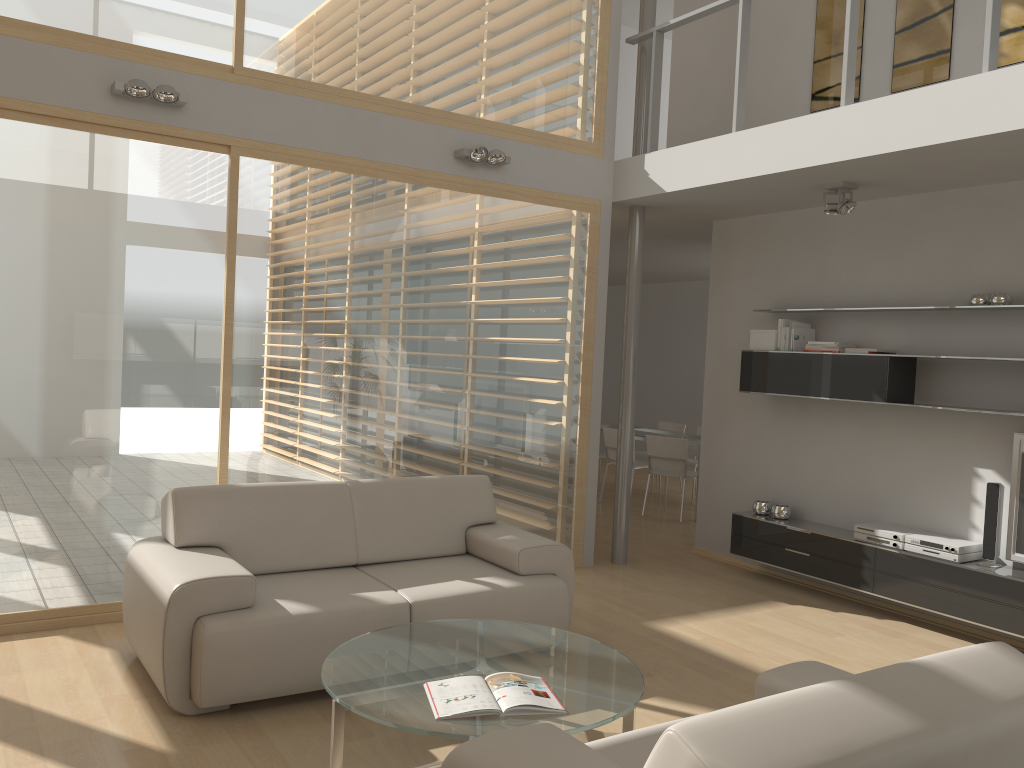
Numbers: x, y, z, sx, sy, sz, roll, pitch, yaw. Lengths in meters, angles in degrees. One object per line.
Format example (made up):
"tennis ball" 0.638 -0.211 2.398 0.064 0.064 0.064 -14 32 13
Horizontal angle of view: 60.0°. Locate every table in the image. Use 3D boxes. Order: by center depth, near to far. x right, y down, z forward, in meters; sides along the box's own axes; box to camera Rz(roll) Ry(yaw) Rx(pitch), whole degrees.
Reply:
"table" -0.115 1.252 3.351 1.198 0.370 1.198 2 2 -16
"table" 1.614 0.918 9.771 0.900 0.746 2.199 1 2 -33

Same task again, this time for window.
"window" -2.582 -2.921 4.281 2.525 2.200 0.020 1 2 -33
"window" -2.719 -0.076 4.381 2.525 2.500 0.020 1 2 -33
"window" -0.420 -2.866 5.678 2.525 2.200 0.020 1 2 -33
"window" -0.556 -0.021 5.777 2.525 2.500 0.020 1 2 -33

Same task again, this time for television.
"television" 3.222 0.677 4.593 0.096 0.735 1.224 1 2 -33

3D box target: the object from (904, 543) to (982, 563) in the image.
"object" 2.598 1.011 5.354 0.250 0.049 0.349 1 2 -33

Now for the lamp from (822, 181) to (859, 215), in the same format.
"lamp" 2.034 -1.142 5.501 0.150 0.195 0.214 1 2 -33

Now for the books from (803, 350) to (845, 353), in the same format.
"books" 2.166 -0.217 6.014 0.210 0.013 0.297 1 2 -33

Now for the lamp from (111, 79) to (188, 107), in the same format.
"lamp" -1.900 -1.536 4.668 0.360 0.080 0.182 1 2 -33

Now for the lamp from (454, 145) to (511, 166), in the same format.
"lamp" -0.177 -1.487 5.805 0.360 0.110 0.183 1 2 -33

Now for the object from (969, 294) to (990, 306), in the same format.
"object" 2.779 -0.496 5.266 0.115 0.081 0.115 4 3 37

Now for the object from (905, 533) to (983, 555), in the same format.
"object" 2.595 0.962 5.349 0.262 0.049 0.349 1 2 -33

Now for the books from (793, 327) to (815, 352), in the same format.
"books" 2.058 -0.308 6.243 0.230 0.169 0.023 1 2 -33

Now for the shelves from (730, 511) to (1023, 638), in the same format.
"shelves" 2.904 1.224 4.867 0.300 0.312 4.236 1 2 -33

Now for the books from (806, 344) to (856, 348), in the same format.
"books" 2.161 -0.258 6.015 0.190 0.015 0.254 1 2 -32

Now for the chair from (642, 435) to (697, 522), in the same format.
"chair" 1.626 0.920 8.870 0.455 0.807 0.501 4 2 37

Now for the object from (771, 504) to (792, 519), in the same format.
"object" 1.944 0.922 6.391 0.143 0.091 0.143 3 2 -1

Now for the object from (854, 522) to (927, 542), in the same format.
"object" 2.400 0.943 5.645 0.262 0.049 0.349 1 2 -33

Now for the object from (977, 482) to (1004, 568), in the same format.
"object" 2.782 0.810 5.134 0.116 0.483 0.111 1 3 -37

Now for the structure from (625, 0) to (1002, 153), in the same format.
"structure" 2.326 -1.934 4.295 0.080 0.900 5.400 1 2 -33

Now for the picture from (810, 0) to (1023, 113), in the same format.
"picture" 2.657 -2.805 5.657 0.010 1.800 1.684 1 2 -33

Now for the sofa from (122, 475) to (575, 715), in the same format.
"sofa" -0.762 0.941 4.493 2.093 0.846 1.168 1 2 -33

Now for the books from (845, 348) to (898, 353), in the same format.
"books" 2.339 -0.217 5.769 0.227 0.017 0.230 1 2 -33

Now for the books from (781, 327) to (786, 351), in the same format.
"books" 2.004 -0.313 6.306 0.230 0.169 0.027 1 2 -33

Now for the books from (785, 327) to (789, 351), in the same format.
"books" 2.026 -0.312 6.287 0.230 0.169 0.027 1 2 -33

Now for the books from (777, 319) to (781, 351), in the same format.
"books" 1.984 -0.344 6.339 0.230 0.227 0.017 1 2 -33

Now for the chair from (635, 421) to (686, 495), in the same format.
"chair" 1.719 0.867 10.530 0.501 0.807 0.455 1 2 -33

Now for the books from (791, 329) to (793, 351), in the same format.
"books" 2.038 -0.303 6.248 0.207 0.156 0.009 1 2 -33

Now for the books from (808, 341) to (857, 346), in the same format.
"books" 2.175 -0.273 6.019 0.230 0.017 0.227 1 3 -38

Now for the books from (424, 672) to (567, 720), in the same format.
"books" -0.064 1.062 3.041 0.440 0.037 0.297 2 2 -13

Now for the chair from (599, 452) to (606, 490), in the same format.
"chair" 0.904 0.843 10.089 0.501 0.807 0.455 2 2 -23

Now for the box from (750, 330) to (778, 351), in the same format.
"box" 1.890 -0.313 6.429 0.232 0.149 0.232 1 2 -33

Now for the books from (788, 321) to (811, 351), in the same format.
"books" 2.030 -0.331 6.259 0.207 0.210 0.021 1 2 -33

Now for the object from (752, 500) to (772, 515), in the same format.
"object" 1.847 0.912 6.539 0.143 0.091 0.143 3 2 -1

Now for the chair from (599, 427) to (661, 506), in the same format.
"chair" 1.274 0.882 9.480 0.501 0.807 0.455 1 3 -38

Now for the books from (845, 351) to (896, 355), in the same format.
"books" 2.335 -0.202 5.782 0.254 0.015 0.190 2 2 -27

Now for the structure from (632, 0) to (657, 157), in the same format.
"structure" 1.017 -2.830 6.610 0.121 2.400 0.122 5 3 45

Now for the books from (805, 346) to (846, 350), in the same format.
"books" 2.159 -0.243 6.024 0.190 0.015 0.254 1 3 -37

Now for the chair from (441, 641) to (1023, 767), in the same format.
"chair" 0.673 1.087 2.293 1.562 0.846 1.165 1 2 -33

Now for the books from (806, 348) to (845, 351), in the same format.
"books" 2.165 -0.229 6.017 0.190 0.011 0.268 1 2 -32

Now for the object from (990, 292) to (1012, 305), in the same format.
"object" 2.824 -0.488 5.121 0.115 0.081 0.115 4 3 37

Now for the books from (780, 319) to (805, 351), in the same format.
"books" 2.000 -0.343 6.328 0.230 0.227 0.017 1 2 -33

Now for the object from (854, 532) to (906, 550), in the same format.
"object" 2.398 0.991 5.647 0.262 0.049 0.349 1 2 -33

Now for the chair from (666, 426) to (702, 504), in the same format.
"chair" 2.079 0.902 9.999 0.501 0.807 0.455 1 2 -33

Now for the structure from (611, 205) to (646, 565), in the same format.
"structure" 0.880 0.015 6.709 0.121 2.700 0.122 5 3 45

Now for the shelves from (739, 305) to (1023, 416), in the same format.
"shelves" 2.962 0.027 4.825 0.300 0.914 4.236 1 2 -33
